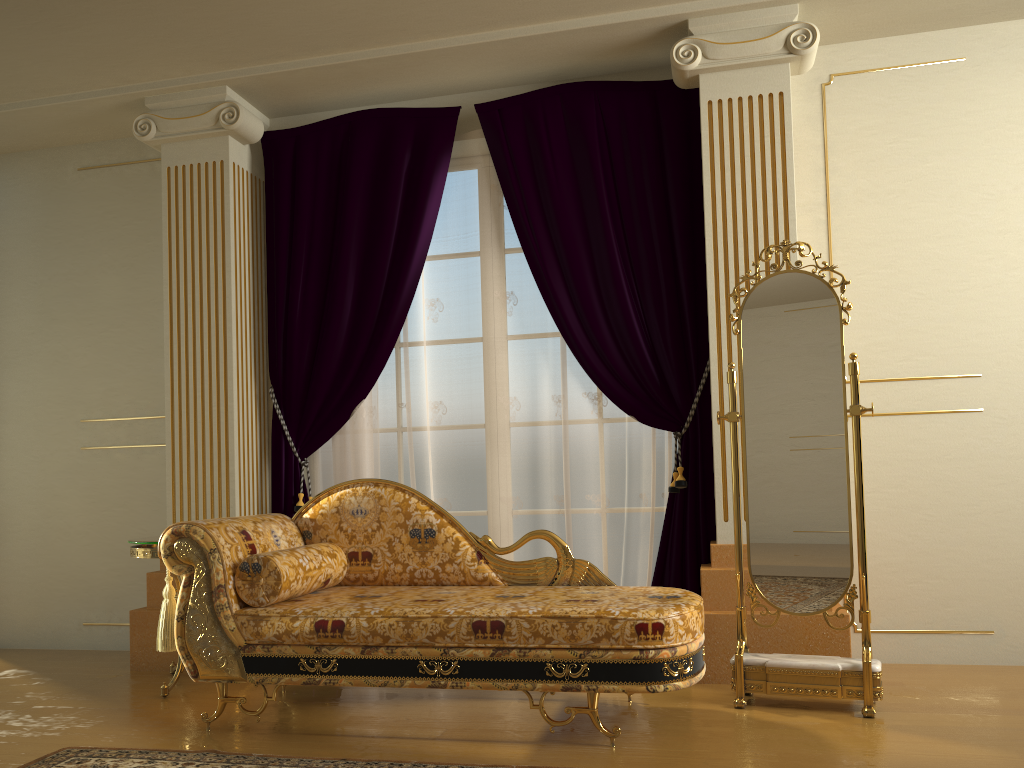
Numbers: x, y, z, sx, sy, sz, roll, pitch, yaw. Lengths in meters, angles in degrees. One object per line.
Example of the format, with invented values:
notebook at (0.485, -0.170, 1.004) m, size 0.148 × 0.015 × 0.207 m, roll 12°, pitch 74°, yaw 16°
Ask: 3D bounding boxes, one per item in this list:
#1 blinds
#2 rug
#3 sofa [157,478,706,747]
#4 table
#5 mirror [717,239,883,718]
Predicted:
blinds at (-0.149, -0.019, 4.182) m, size 2.237 × 2.644 × 0.340 m, roll -3°, pitch -2°, yaw 14°
rug at (-0.789, 0.993, 1.209) m, size 2.118 × 0.017 × 3.091 m, roll -3°, pitch -6°, yaw 13°
sofa at (-0.273, 0.765, 3.195) m, size 1.894 × 0.868 × 0.696 m, roll -3°, pitch -4°, yaw 13°
table at (-1.357, 0.985, 3.851) m, size 0.571 × 0.641 × 0.573 m, roll 1°, pitch -5°, yaw -32°
mirror at (1.030, 0.314, 3.214) m, size 0.542 × 1.694 × 0.243 m, roll -3°, pitch -2°, yaw 23°
